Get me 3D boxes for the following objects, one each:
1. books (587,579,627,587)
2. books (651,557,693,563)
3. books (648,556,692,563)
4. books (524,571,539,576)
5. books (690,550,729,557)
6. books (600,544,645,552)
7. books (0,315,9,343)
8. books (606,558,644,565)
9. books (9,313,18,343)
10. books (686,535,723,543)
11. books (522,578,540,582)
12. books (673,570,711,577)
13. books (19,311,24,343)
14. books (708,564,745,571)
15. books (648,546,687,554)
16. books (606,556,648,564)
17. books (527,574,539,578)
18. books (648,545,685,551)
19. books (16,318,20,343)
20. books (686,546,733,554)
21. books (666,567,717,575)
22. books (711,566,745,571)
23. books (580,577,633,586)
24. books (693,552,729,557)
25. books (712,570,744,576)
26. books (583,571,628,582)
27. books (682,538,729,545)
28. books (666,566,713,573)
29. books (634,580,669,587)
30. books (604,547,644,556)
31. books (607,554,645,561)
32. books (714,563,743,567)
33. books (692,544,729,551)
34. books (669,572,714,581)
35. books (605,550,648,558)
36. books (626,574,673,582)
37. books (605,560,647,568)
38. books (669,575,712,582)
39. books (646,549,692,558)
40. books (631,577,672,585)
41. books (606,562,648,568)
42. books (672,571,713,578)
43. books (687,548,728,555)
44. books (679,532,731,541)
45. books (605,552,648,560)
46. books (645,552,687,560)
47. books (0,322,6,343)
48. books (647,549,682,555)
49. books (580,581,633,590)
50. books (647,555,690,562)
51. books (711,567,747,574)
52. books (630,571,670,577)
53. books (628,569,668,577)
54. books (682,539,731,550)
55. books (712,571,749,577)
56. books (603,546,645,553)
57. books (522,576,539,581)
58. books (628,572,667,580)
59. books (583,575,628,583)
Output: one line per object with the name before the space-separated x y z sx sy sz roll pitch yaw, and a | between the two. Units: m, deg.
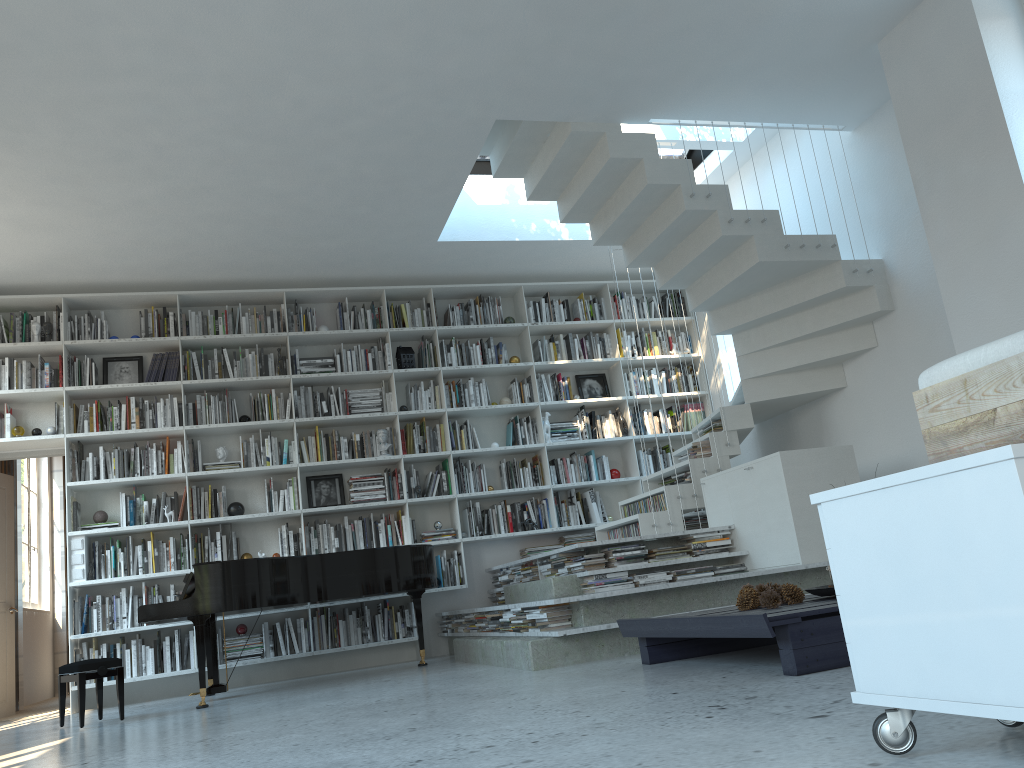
books | 0.582 1.226 5.461 0.210 0.012 0.168 -4 -14 -14
books | 0.999 1.146 5.733 0.291 0.007 0.174 -4 -14 -15
books | 0.999 1.140 5.734 0.287 0.005 0.165 -5 -14 -13
books | 0.200 1.415 6.641 0.159 0.018 0.203 -3 -14 -19
books | 1.279 1.120 5.836 0.259 0.009 0.153 -3 -14 -20
books | 0.709 1.054 5.701 0.261 0.016 0.129 -3 -14 -18
books | -3.924 -0.383 6.890 0.057 0.262 0.191 -4 -14 -18
books | 0.723 1.139 5.676 0.207 0.012 0.132 -2 -15 -21
books | -3.883 -0.392 6.921 0.039 0.282 0.182 -4 -14 -18
books | 1.269 1.025 5.849 0.192 0.024 0.168 -5 -14 -13
books | 0.190 1.459 6.626 0.182 0.011 0.254 -4 -14 -14
books | 1.119 1.210 5.647 0.273 0.009 0.129 -4 -14 -15
books | -3.832 -0.404 6.944 0.014 0.303 0.146 -4 -14 -18
books | 1.370 1.186 5.732 0.228 0.014 0.133 -3 -14 -18
books | 0.989 1.081 5.754 0.245 0.013 0.173 -3 -14 -18
books | 0.728 1.121 5.656 0.215 0.013 0.190 -3 -14 -18
books | 0.214 1.431 6.641 0.138 0.017 0.238 -3 -14 -18
books | 0.989 1.068 5.750 0.203 0.011 0.173 -2 -15 -22
books | -3.854 -0.377 6.945 0.030 0.257 0.130 -4 -14 -18
books | 1.281 1.091 5.823 0.281 0.008 0.181 -5 -14 -13
books | 1.125 1.191 5.626 0.287 0.018 0.190 -3 -14 -18
books | 1.373 1.195 5.724 0.225 0.007 0.133 -4 -14 -14
books | 0.579 1.216 5.467 0.292 0.012 0.160 -4 -14 -15
books | 1.283 1.127 5.825 0.220 0.011 0.178 -3 -14 -19
books | 1.378 1.218 5.713 0.179 0.010 0.160 -3 -14 -17
books | 0.576 1.187 5.472 0.233 0.025 0.158 -2 -15 -22
books | 1.273 1.040 5.839 0.261 0.012 0.180 -4 -14 -14
books | 1.113 1.181 5.635 0.274 0.009 0.177 -3 -14 -17
books | 0.854 1.252 5.547 0.208 0.015 0.153 -3 -14 -19
books | 0.716 1.076 5.684 0.220 0.018 0.154 -4 -14 -16
books | 0.723 1.111 5.669 0.210 0.012 0.168 -4 -14 -16
books | 1.369 1.176 5.734 0.215 0.007 0.131 -4 -14 -16
books | 1.274 1.086 5.845 0.268 0.014 0.160 -3 -14 -18
books | 1.128 1.222 5.621 0.250 0.018 0.178 -4 -14 -15
books | 0.726 1.085 5.657 0.230 0.015 0.190 -5 -14 -13
books | 0.851 1.220 5.551 0.272 0.012 0.159 -3 -14 -19
books | 0.726 1.149 5.668 0.227 0.012 0.149 -3 -14 -19
books | 1.124 1.240 5.637 0.249 0.009 0.144 -3 -14 -18
books | 0.996 1.099 5.733 0.273 0.014 0.188 -2 -15 -22
books | 0.856 1.232 5.538 0.232 0.019 0.170 -2 -15 -22
books | 0.732 1.159 5.652 0.216 0.015 0.178 -3 -14 -19
books | 1.125 1.212 5.629 0.254 0.005 0.161 -2 -15 -21
books | 1.276 1.109 5.844 0.262 0.016 0.132 -2 -15 -22
books | 1.269 1.004 5.843 0.285 0.013 0.181 -2 -15 -22
books | 0.721 1.102 5.674 0.260 0.009 0.153 -4 -14 -15
books | 0.994 1.118 5.744 0.214 0.015 0.177 -4 -14 -16
books | -3.954 -0.353 6.879 0.030 0.206 0.176 -4 -14 -18
books | 0.989 1.093 5.756 0.179 0.010 0.160 -4 -14 -16
books | 0.582 1.242 5.464 0.285 0.008 0.160 -3 -14 -19
books | 0.992 1.136 5.755 0.293 0.014 0.134 -3 -14 -20
books | 1.376 1.205 5.718 0.234 0.017 0.152 -4 -14 -16
books | 0.846 1.196 5.562 0.242 0.005 0.153 -4 -14 -16
books | 0.844 1.188 5.566 0.220 0.013 0.149 -3 -14 -18
books | 1.273 1.062 5.841 0.284 0.030 0.177 -4 -14 -17
books | 1.380 1.224 5.707 0.261 0.006 0.152 -2 -15 -21
books | 0.717 1.061 5.679 0.228 0.009 0.159 -2 -15 -21
books | 0.195 1.447 6.631 0.177 0.014 0.248 -3 -14 -19
books | 0.846 1.208 5.565 0.210 0.018 0.135 -4 -14 -15
books | 0.574 1.208 5.481 0.257 0.010 0.132 -4 -14 -14
